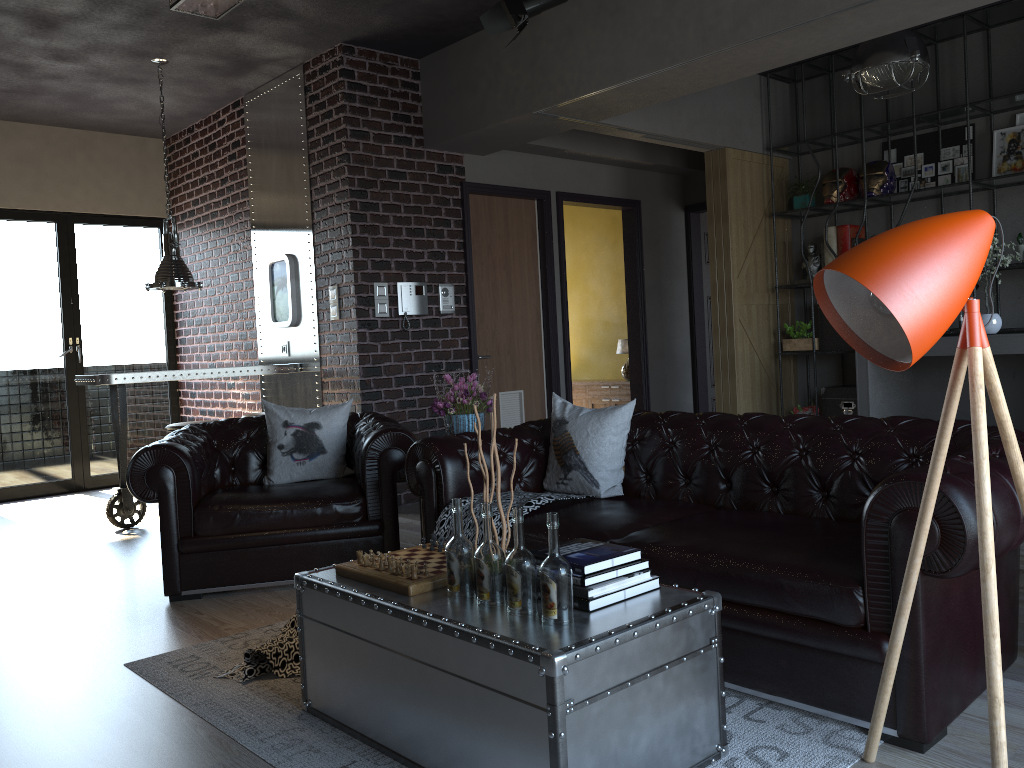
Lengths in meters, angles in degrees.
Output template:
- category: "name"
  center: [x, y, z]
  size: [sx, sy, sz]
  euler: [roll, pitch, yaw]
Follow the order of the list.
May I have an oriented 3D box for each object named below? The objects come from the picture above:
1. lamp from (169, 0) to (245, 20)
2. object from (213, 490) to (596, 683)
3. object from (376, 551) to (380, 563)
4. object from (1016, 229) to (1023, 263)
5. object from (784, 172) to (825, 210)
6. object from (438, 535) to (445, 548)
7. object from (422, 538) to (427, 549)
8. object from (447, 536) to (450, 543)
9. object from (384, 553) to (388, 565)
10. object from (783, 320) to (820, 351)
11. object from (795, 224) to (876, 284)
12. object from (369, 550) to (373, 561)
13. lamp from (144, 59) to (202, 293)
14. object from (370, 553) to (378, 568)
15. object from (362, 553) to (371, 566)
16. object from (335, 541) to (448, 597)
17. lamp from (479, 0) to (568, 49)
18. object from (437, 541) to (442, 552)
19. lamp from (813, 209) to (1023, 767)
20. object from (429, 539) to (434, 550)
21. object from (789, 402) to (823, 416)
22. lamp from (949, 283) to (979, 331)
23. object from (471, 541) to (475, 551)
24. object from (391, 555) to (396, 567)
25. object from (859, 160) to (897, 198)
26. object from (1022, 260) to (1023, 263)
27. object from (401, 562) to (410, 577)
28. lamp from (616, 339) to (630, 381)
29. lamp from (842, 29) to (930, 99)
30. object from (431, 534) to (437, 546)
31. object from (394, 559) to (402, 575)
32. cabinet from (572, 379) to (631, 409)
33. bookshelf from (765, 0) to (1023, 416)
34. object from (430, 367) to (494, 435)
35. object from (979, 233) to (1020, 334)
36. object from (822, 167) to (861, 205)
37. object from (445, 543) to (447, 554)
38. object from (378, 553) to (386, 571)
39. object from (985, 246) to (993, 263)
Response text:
- category: "lamp"
  center: [-1.043, -2.225, 3.532]
  size: [0.228, 1.108, 1.277]
  euler: [-4, 3, -42]
- category: "object"
  center: [-0.376, 0.795, 3.704]
  size: [1.700, 0.569, 0.562]
  euler: [-4, 2, -22]
- category: "object"
  center: [-0.440, 0.571, 2.927]
  size: [0.017, 0.037, 0.017]
  euler: [-1, 2, 42]
- category: "object"
  center: [3.851, -1.036, 6.717]
  size: [0.113, 0.273, 0.113]
  euler: [-3, 2, 14]
- category: "object"
  center: [2.584, -1.692, 7.853]
  size: [0.324, 0.339, 0.295]
  euler: [-3, 2, 4]
- category: "object"
  center: [-0.248, 0.549, 3.099]
  size: [0.026, 0.044, 0.026]
  euler: [-3, 2, 3]
- category: "object"
  center: [-0.308, 0.556, 3.103]
  size: [0.017, 0.037, 0.017]
  euler: [-2, 2, 29]
- category: "object"
  center: [-0.219, 0.547, 3.069]
  size: [0.022, 0.047, 0.022]
  euler: [-3, 2, 3]
- category: "object"
  center: [-0.412, 0.571, 2.894]
  size: [0.017, 0.037, 0.017]
  euler: [-1, 2, 42]
- category: "object"
  center: [2.546, -0.428, 7.795]
  size: [0.180, 0.265, 0.304]
  euler: [-5, 3, -42]
- category: "object"
  center: [2.857, -1.117, 7.618]
  size: [0.290, 0.466, 0.833]
  euler: [-5, 3, -42]
- category: "object"
  center: [-0.469, 0.571, 2.957]
  size: [0.017, 0.037, 0.017]
  euler: [-1, 2, 42]
- category: "lamp"
  center: [-2.622, -1.579, 6.741]
  size: [0.411, 1.736, 0.411]
  euler: [-4, 2, -19]
- category: "object"
  center: [-0.447, 0.568, 2.865]
  size: [0.022, 0.047, 0.022]
  euler: [-3, 2, -10]
- category: "object"
  center: [-0.473, 0.570, 2.894]
  size: [0.026, 0.044, 0.026]
  euler: [-3, 2, 3]
- category: "object"
  center: [-0.286, 0.599, 2.917]
  size: [0.429, 0.036, 0.429]
  euler: [-5, 3, -42]
- category: "lamp"
  center: [0.076, -2.254, 5.261]
  size: [0.559, 0.512, 0.359]
  euler: [-4, 2, -22]
- category: "object"
  center: [-0.248, 0.556, 3.036]
  size: [0.017, 0.037, 0.017]
  euler: [-4, 2, -35]
- category: "lamp"
  center: [2.674, 0.231, 2.119]
  size: [3.831, 1.456, 0.583]
  euler: [-3, 2, 0]
- category: "object"
  center: [-0.278, 0.556, 3.068]
  size: [0.017, 0.037, 0.017]
  euler: [-4, 2, -35]
- category: "object"
  center: [2.610, 0.315, 7.890]
  size: [0.332, 0.362, 0.345]
  euler: [-5, 3, -39]
- category: "lamp"
  center: [3.425, -0.608, 7.073]
  size: [0.205, 0.371, 0.740]
  euler: [-4, 2, -18]
- category: "object"
  center: [-0.129, 0.547, 2.969]
  size: [0.022, 0.047, 0.022]
  euler: [-3, 2, 3]
- category: "object"
  center: [-0.383, 0.571, 2.860]
  size: [0.017, 0.037, 0.017]
  euler: [-1, 2, 42]
- category: "object"
  center: [3.015, -1.691, 7.350]
  size: [0.280, 0.327, 0.399]
  euler: [-1, 3, 38]
- category: "object"
  center: [3.850, -0.994, 6.467]
  size: [0.235, 0.212, 0.235]
  euler: [-3, 2, 3]
- category: "object"
  center: [-0.328, 0.570, 2.730]
  size: [0.026, 0.044, 0.026]
  euler: [-3, 2, 3]
- category: "lamp"
  center: [1.267, 0.050, 9.244]
  size: [0.291, 1.044, 0.441]
  euler: [-2, 2, 21]
- category: "lamp"
  center: [2.451, -2.486, 5.859]
  size: [0.534, 1.148, 0.516]
  euler: [-2, 2, 25]
- category: "object"
  center: [-0.276, 0.551, 3.134]
  size: [0.019, 0.040, 0.019]
  euler: [-2, 2, 22]
- category: "object"
  center: [-0.357, 0.568, 2.763]
  size: [0.022, 0.047, 0.022]
  euler: [-3, 2, -10]
- category: "cabinet"
  center: [0.958, 0.337, 9.608]
  size: [0.408, 0.750, 1.432]
  euler: [-5, 3, -42]
- category: "bookshelf"
  center: [4.001, -1.129, 6.363]
  size: [0.527, 3.281, 4.482]
  euler: [-4, 3, -42]
- category: "object"
  center: [-0.254, 0.151, 4.751]
  size: [0.352, 0.484, 0.349]
  euler: [-3, 2, -11]
- category: "object"
  center: [3.385, -0.784, 6.311]
  size: [0.398, 0.852, 0.421]
  euler: [-3, 2, 5]
- category: "object"
  center: [2.802, -1.690, 7.588]
  size: [0.399, 0.327, 0.280]
  euler: [-5, 3, -37]
- category: "object"
  center: [-0.220, 0.556, 3.004]
  size: [0.017, 0.037, 0.017]
  euler: [-4, 2, -35]
- category: "object"
  center: [-0.416, 0.564, 2.827]
  size: [0.025, 0.055, 0.025]
  euler: [-3, 2, 3]
- category: "object"
  center: [3.563, -1.038, 6.755]
  size: [0.136, 0.305, 0.193]
  euler: [-3, 2, -8]
